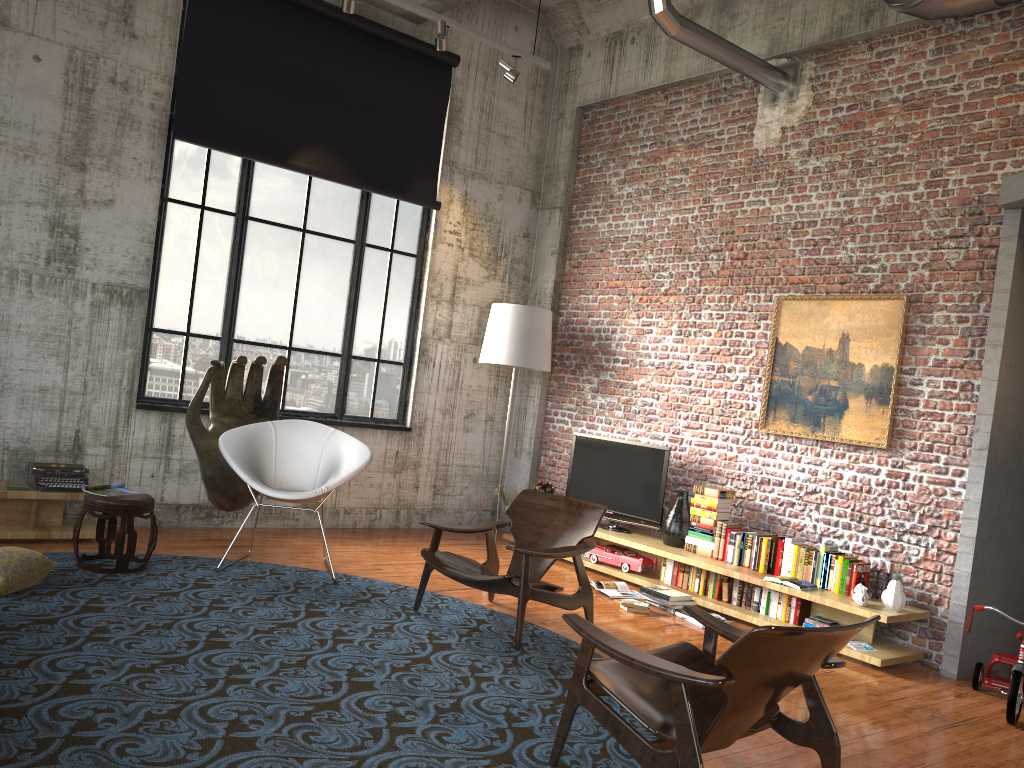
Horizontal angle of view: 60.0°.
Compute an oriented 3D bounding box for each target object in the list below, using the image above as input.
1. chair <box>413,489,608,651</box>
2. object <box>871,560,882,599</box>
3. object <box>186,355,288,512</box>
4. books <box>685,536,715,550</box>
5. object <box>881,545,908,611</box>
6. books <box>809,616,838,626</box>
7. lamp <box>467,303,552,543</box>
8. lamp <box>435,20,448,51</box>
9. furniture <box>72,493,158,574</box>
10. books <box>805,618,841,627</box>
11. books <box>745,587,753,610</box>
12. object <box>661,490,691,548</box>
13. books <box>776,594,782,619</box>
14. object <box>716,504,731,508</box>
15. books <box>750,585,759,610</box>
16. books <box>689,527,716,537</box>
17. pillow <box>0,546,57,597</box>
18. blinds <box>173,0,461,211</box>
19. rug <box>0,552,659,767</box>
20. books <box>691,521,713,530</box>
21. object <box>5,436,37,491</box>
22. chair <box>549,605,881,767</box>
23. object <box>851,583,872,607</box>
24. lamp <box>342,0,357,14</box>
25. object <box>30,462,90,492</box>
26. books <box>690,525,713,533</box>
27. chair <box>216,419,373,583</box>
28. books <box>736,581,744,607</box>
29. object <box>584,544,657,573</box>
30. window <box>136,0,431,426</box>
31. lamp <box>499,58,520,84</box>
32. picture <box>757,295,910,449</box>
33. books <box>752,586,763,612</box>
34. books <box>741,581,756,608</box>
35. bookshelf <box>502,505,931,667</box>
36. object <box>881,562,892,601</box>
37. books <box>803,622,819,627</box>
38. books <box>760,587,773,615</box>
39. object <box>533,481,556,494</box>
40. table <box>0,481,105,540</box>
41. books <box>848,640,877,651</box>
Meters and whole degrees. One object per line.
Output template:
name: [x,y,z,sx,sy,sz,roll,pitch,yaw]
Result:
chair: [0.003,1.096,5.501,0.873,0.794,1.045,7,0,42]
object: [2.479,1.321,6.011,0.057,0.273,0.057,7,1,12]
object: [-2.191,0.381,6.940,0.729,1.297,0.455,7,1,-27]
books: [1.540,1.254,6.999,0.176,0.053,0.290,8,-1,-38]
object: [2.475,1.230,5.696,0.197,0.446,0.234,8,1,39]
books: [2.102,1.596,5.979,0.108,0.019,0.154,8,-1,-38]
lamp: [-0.042,0.390,8.465,0.694,2.244,0.706,7,1,-16]
lamp: [-0.560,-2.763,7.089,0.102,0.251,0.165,7,1,7]
furniture: [-2.539,0.935,5.689,0.431,0.477,0.432,7,0,7]
books: [2.098,1.617,5.982,0.132,0.024,0.191,8,-1,-33]
books: [1.759,1.566,6.473,0.109,0.156,0.036,7,1,-38]
object: [1.371,1.099,7.250,0.268,0.456,0.267,7,1,-7]
books: [1.930,1.576,6.275,0.127,0.174,0.028,7,1,-38]
object: [1.568,0.938,6.991,0.178,0.031,0.248,8,-1,-38]
books: [1.791,1.557,6.455,0.120,0.182,0.028,7,1,-38]
books: [1.543,1.170,6.996,0.160,0.026,0.250,8,-1,-38]
pillow: [-2.843,1.037,4.973,0.480,0.247,0.504,7,0,18]
blinds: [-1.564,-2.483,7.574,2.448,1.465,0.150,7,1,-38]
rug: [-1.607,1.278,3.910,4.843,0.009,4.847,7,-1,8]
books: [1.548,1.118,6.994,0.161,0.026,0.223,8,-1,-38]
object: [-3.350,0.541,6.038,0.163,0.361,0.162,6,1,-36]
chair: [0.761,1.172,3.420,0.876,0.794,1.041,7,0,-37]
object: [2.272,1.373,5.758,0.123,0.123,0.251,7,0,7]
lamp: [-1.202,-2.849,6.574,0.102,0.251,0.165,7,1,-13]
object: [-3.193,0.664,6.281,0.424,0.153,0.381,7,0,-38]
books: [1.547,1.144,6.996,0.161,0.027,0.223,8,-1,-38]
chair: [-1.562,0.783,6.245,1.057,1.031,0.806,7,1,1]
books: [1.724,1.546,6.536,0.143,0.187,0.043,7,1,-38]
object: [0.910,1.459,7.448,0.599,0.174,0.244,7,0,43]
window: [-1.809,-1.379,7.740,2.584,3.437,0.050,7,1,-38]
lamp: [-0.009,-2.683,7.594,0.226,0.215,0.102,7,1,3]
picture: [2.324,-0.118,6.503,0.040,1.065,1.062,6,1,-38]
books: [1.811,1.557,6.426,0.129,0.186,0.043,7,1,-38]
books: [1.739,1.529,6.497,0.106,0.225,0.033,6,1,-38]
bookshelf: [1.317,1.500,7.126,0.549,0.359,3.836,7,0,-38]
object: [2.516,1.325,5.941,0.057,0.273,0.057,7,1,12]
books: [2.095,1.641,5.979,0.214,0.025,0.149,7,-1,37]
books: [1.853,1.545,6.378,0.133,0.219,0.040,7,1,-38]
object: [0.305,1.026,8.426,0.214,0.208,0.217,8,0,41]
table: [-3.365,0.899,6.206,0.877,0.359,0.474,7,0,-38]
books: [2.226,1.685,5.756,0.169,0.023,0.230,7,-1,-18]
